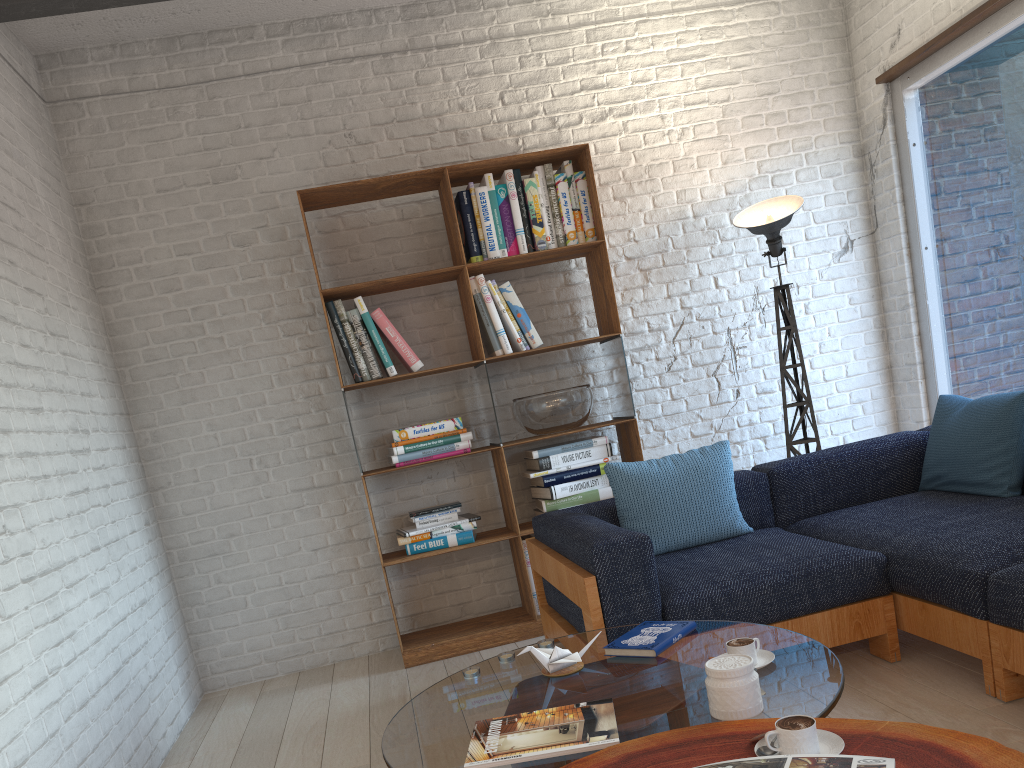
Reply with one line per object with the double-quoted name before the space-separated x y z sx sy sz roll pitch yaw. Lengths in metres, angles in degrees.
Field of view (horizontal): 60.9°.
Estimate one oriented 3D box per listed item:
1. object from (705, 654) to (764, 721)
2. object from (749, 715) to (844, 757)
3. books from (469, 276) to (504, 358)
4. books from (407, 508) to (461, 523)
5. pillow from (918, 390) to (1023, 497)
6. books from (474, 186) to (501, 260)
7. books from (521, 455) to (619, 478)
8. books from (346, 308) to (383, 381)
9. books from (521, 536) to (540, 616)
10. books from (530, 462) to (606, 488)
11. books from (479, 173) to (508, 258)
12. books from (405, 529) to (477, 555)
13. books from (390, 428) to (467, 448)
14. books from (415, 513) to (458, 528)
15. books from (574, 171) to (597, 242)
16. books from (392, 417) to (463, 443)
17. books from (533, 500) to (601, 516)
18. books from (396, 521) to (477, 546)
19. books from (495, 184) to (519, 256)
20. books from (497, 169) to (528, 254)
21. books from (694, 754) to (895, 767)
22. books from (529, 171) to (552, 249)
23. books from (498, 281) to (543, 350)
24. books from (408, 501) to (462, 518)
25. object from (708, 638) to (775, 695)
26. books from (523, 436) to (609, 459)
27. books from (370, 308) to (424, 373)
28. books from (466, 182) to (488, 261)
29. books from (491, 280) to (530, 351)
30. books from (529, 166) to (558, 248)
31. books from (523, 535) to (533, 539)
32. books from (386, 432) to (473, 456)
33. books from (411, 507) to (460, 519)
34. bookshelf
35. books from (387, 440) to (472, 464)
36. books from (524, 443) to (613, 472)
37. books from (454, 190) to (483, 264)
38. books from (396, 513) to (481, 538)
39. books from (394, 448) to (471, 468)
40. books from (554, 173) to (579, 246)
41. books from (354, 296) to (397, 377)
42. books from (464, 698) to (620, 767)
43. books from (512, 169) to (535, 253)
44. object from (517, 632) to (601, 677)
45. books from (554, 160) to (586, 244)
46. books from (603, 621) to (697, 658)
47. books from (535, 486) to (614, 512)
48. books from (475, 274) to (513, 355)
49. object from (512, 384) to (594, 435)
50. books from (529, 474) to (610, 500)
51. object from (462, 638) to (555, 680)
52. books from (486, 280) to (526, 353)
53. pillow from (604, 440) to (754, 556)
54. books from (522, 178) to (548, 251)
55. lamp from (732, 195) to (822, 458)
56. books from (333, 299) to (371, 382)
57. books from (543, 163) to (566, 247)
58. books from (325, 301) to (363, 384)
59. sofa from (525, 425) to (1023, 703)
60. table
"object" 0.453 0.621 1.789 0.108 0.110 0.106 -11 4 7
"object" 0.478 0.601 1.489 0.144 0.056 0.175 -11 0 -20
"books" -0.142 -0.306 4.165 0.101 0.390 0.240 -13 6 -10
"books" -0.383 0.635 4.254 0.234 0.019 0.170 -11 -1 -16
"pillow" 1.883 0.224 3.178 0.242 0.404 1.099 -12 0 -11
"books" -0.130 -0.723 4.091 0.055 0.335 0.251 -13 6 -10
"books" 0.279 0.403 4.298 0.442 0.021 0.270 -11 -1 -8
"books" -0.693 -0.173 4.105 0.102 0.340 0.251 -13 6 -10
"books" 0.075 0.946 4.339 0.036 0.390 0.240 -13 6 -10
"books" 0.272 0.444 4.290 0.323 0.056 0.254 -11 -1 -14
"books" -0.091 -0.759 4.097 0.036 0.390 0.240 -13 6 -10
"books" -0.342 0.756 4.247 0.327 0.056 0.251 -11 -1 1
"books" -0.408 0.258 4.182 0.353 0.021 0.270 -11 -1 -10
"books" -0.371 0.660 4.252 0.205 0.034 0.131 -11 0 -8
"books" 0.323 -0.812 4.179 0.055 0.335 0.251 -13 6 -10
"books" -0.407 0.219 4.175 0.325 0.056 0.252 -11 -1 -6
"books" 0.322 0.620 4.329 0.376 0.065 0.243 -11 0 -14
"books" -0.372 0.715 4.245 0.378 0.037 0.242 -11 -1 -8
"books" -0.042 -0.740 4.122 0.055 0.335 0.251 -13 6 -10
"books" 0.001 -0.777 4.104 0.036 0.390 0.240 -13 6 -10
"books" 0.375 0.589 1.240 0.326 0.111 0.266 -11 0 24
"books" 0.120 -0.787 4.132 0.020 0.365 0.268 -13 6 -10
"books" 0.022 -0.312 4.172 0.157 0.335 0.251 -12 5 -9
"books" -0.376 0.606 4.231 0.251 0.017 0.161 -11 -1 -8
"object" 0.555 0.631 1.993 0.153 0.058 0.270 -11 -1 -17
"books" 0.262 0.310 4.297 0.378 0.037 0.242 -11 -1 -8
"books" -0.547 -0.194 4.118 0.194 0.324 0.251 -12 5 -9
"books" -0.173 -0.728 4.101 0.020 0.365 0.268 -13 6 -10
"books" -0.029 -0.311 4.179 0.124 0.354 0.268 -12 5 -10
"books" 0.144 -0.805 4.148 0.036 0.390 0.240 -13 6 -10
"books" 0.108 0.940 4.360 0.036 0.390 0.240 -13 6 -10
"books" -0.397 0.285 4.167 0.376 0.037 0.243 -11 -1 -15
"books" -0.378 0.620 4.246 0.241 0.008 0.155 -11 -1 -8
"bookshelf" -0.109 0.137 4.194 1.311 2.242 0.358 -12 9 -8
"books" -0.402 0.324 4.178 0.376 0.037 0.243 -11 -1 -13
"books" 0.276 0.360 4.310 0.376 0.065 0.243 -11 0 -14
"books" -0.208 -0.707 4.099 0.055 0.335 0.251 -13 6 -10
"books" -0.361 0.684 4.233 0.376 0.018 0.243 -11 -1 -16
"books" -0.388 0.351 4.191 0.354 0.021 0.270 -11 -1 -9
"books" 0.232 -0.795 4.145 0.055 0.335 0.251 -13 6 -10
"books" -0.639 -0.208 4.078 0.120 0.388 0.240 -13 6 -10
"books" 0.066 0.750 1.877 0.319 0.011 0.248 -12 -1 4
"books" 0.035 -0.784 4.119 0.036 0.390 0.240 -13 6 -10
"object" 0.131 0.704 2.294 0.188 0.092 0.190 -11 1 16
"books" 0.272 -0.831 4.152 0.036 0.390 0.240 -13 6 -10
"books" 0.377 0.691 2.370 0.164 0.023 0.225 -12 -1 39
"books" 0.307 0.562 4.338 0.361 0.056 0.280 -11 -1 -6
"books" -0.101 -0.314 4.147 0.103 0.390 0.240 -13 6 -10
"object" 0.210 0.137 4.280 0.408 0.205 0.390 -11 1 33
"books" 0.308 0.499 4.315 0.374 0.065 0.244 -11 -1 -22
"object" -0.011 0.769 2.453 0.296 0.027 0.068 -11 0 -31
"books" -0.048 -0.307 4.167 0.124 0.354 0.268 -12 5 -10
"pillow" 0.671 0.467 3.519 0.552 0.416 0.220 -12 7 -9
"books" 0.088 -0.766 4.115 0.055 0.335 0.251 -13 6 -10
"lamp" 1.562 -0.019 4.103 0.493 1.878 0.872 -17 9 -37
"books" -0.745 -0.189 4.076 0.091 0.391 0.240 -13 6 -10
"books" 0.181 -0.813 4.139 0.036 0.390 0.240 -13 6 -10
"books" -0.779 -0.182 4.063 0.091 0.391 0.240 -13 6 -10
"sofa" 1.427 0.566 2.004 2.067 0.670 3.922 -11 -1 -10
"table" 0.282 0.904 1.735 1.074 0.453 1.810 -11 -1 -4
